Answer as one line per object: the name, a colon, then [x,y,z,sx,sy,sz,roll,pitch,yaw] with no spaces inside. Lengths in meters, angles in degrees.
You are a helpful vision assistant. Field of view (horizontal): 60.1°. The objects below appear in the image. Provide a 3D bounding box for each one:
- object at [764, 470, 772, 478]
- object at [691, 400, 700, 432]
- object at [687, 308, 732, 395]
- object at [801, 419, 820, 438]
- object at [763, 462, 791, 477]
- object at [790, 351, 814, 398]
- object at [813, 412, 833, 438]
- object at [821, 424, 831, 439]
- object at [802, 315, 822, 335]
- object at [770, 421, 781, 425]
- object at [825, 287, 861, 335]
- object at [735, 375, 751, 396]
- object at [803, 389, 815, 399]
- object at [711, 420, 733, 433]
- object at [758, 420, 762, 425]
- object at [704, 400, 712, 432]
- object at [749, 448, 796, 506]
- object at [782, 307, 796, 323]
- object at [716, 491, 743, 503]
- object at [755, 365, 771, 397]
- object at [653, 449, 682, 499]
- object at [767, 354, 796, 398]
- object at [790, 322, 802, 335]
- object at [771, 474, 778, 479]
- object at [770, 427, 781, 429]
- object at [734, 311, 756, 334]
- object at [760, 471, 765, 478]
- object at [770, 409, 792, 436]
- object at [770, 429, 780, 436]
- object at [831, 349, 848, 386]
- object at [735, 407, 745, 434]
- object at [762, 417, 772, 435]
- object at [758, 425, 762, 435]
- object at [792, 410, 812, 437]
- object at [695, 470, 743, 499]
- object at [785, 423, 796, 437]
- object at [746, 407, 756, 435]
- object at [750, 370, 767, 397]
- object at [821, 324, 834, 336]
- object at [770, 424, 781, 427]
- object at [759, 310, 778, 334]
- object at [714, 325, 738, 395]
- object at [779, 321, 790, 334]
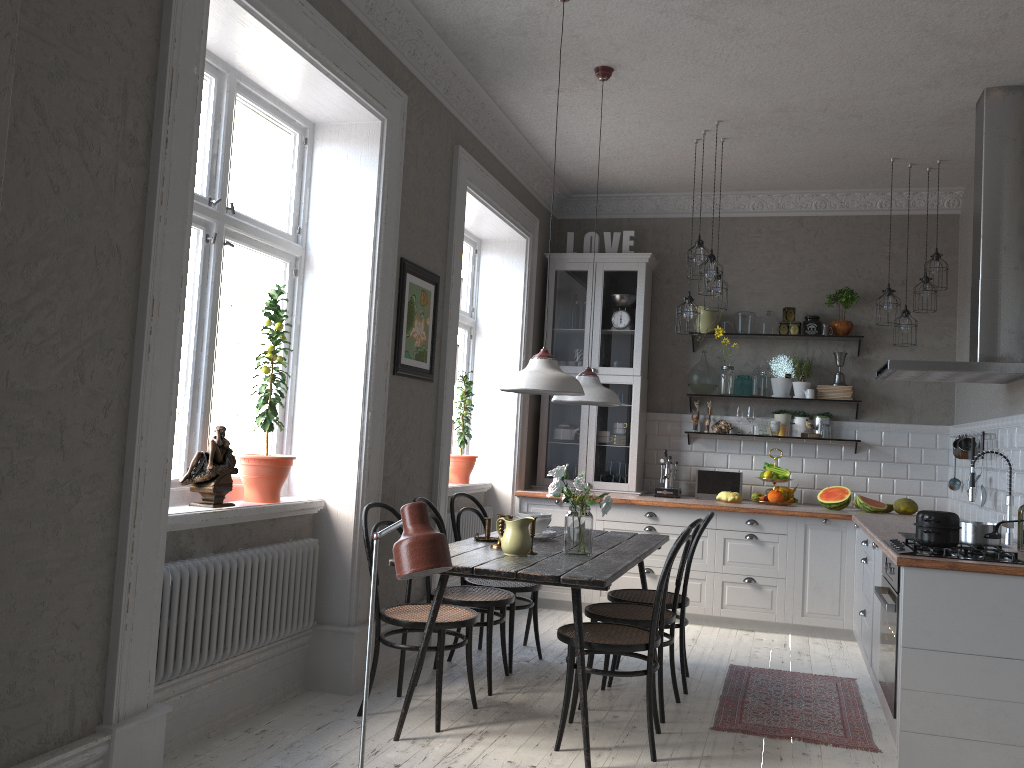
object: [1.921,0.680,6.643,0.058,0.069,0.080,1,-4,36]
object: [1.471,0.256,7.089,0.053,0.264,0.061,4,-4,-12]
object: [1.517,-0.254,7.031,0.338,0.674,0.334,4,-4,-15]
object: [2.297,0.342,6.798,0.120,0.147,0.099,4,-4,-16]
object: [1.996,0.643,6.671,0.208,0.101,0.068,2,-4,22]
object: [2.246,-0.073,6.869,0.187,0.380,0.166,5,-4,-23]
object: [2.414,0.320,6.869,0.157,0.213,0.154,2,-4,14]
object: [2.394,0.361,6.751,0.077,0.108,0.078,3,-4,10]
object: [2.342,-0.447,6.917,0.140,0.174,0.143,2,-4,16]
object: [2.030,0.314,6.823,0.077,0.051,0.077,3,-4,2]
object: [2.557,-0.553,6.818,0.255,0.397,0.246,0,-5,41]
object: [1.833,0.018,7.028,0.124,0.172,0.128,2,-4,20]
object: [2.282,0.077,6.780,0.064,0.071,0.104,7,-5,-43]
object: [1.653,0.336,6.991,0.177,0.111,0.096,4,-4,-7]
object: [1.970,0.330,6.963,0.076,0.083,0.079,1,-4,34]
object: [1.567,0.259,7.047,0.063,0.264,0.052,6,-5,-37]
object: [1.987,0.700,6.697,0.352,0.425,0.352,3,-4,1]
object: [2.161,-0.539,6.912,0.083,0.113,0.082,3,-4,-4]
object: [1.624,0.844,6.609,0.194,0.083,0.191,2,-4,17]
object: [1.994,-0.017,7.051,0.129,0.264,0.133,2,-4,22]
object: [1.203,0.693,6.856,0.203,0.370,0.357,2,-4,17]
object: [2.135,-0.062,6.953,0.240,0.354,0.239,1,-4,34]
object: [2.208,-0.425,6.899,0.081,0.113,0.084,1,-4,26]
object: [1.963,0.705,6.645,0.063,0.061,0.067,2,-4,16]
object: [2.027,0.356,6.821,0.077,0.051,0.078,3,-4,9]
object: [1.845,-0.473,7.013,0.175,0.184,0.168,6,-4,-34]
object: [1.928,0.701,6.718,0.095,0.078,0.101,3,-4,3]
object: [2.103,0.301,6.937,0.157,0.217,0.155,3,-4,-4]
object: [2.026,0.374,6.820,0.077,0.051,0.078,3,-4,9]
object: [2.525,-0.124,6.822,0.130,0.288,0.131,3,-4,1]
object: [1.798,0.289,6.998,0.082,0.217,0.082,3,-4,2]
object: [1.977,0.331,6.882,0.079,0.139,0.078,4,-4,-11]
object: [1.969,0.363,6.961,0.076,0.083,0.079,1,-4,34]
object: [2.254,0.312,6.904,0.150,0.214,0.170,7,-5,-44]
object: [1.596,0.785,6.834,0.348,0.226,0.089,2,-4,15]
object: [2.154,0.353,6.844,0.077,0.108,0.078,3,-4,10]
object: [1.855,0.285,6.884,0.082,0.217,0.082,3,-4,2]
object: [1.925,0.000,6.911,0.122,0.206,0.127,0,-5,39]
object: [2.417,-0.411,6.790,0.092,0.096,0.075,2,-4,17]
object: [2.028,0.339,6.822,0.075,0.051,0.079,1,-4,35]
object: [2.045,-0.476,7.058,0.142,0.220,0.137,5,-4,-24]
object: [1.666,-0.182,6.938,0.190,0.540,0.282,3,-4,9]
object: [2.126,-0.427,6.926,0.082,0.113,0.083,2,-4,16]
